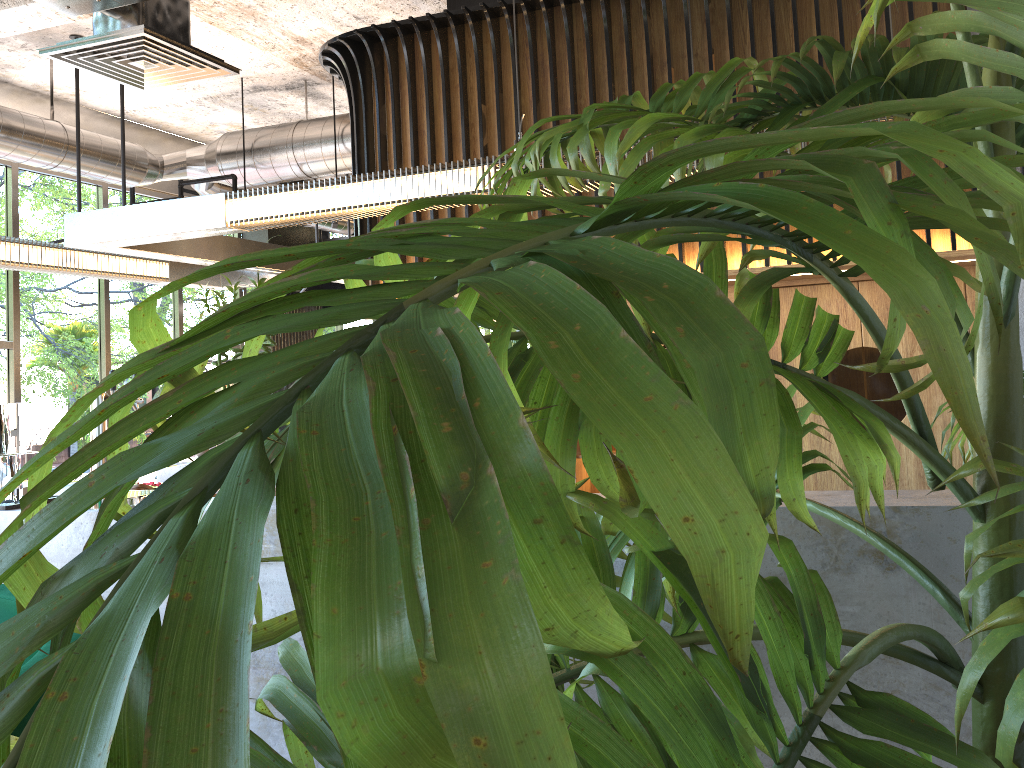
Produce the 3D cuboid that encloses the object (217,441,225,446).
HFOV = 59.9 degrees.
[{"bbox_3d":[-1.930,0.350,5.984,0.120,0.235,0.210,-2,-2,-10],"label":"object"}]

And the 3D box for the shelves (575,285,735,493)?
[{"bbox_3d":[0.870,0.500,4.844,1.078,2.062,0.288,-4,-4,18],"label":"shelves"}]

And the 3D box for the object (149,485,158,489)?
[{"bbox_3d":[-2.117,0.603,5.102,0.295,0.061,0.420,-3,1,-3],"label":"object"}]

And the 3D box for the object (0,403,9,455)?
[{"bbox_3d":[-2.117,0.186,3.625,0.105,0.210,0.106,-3,-3,6],"label":"object"}]

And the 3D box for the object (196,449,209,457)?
[{"bbox_3d":[-2.025,0.414,5.797,0.096,0.120,0.090,-4,-2,29],"label":"object"}]

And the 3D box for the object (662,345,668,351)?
[{"bbox_3d":[0.850,-0.163,4.829,0.089,0.299,0.083,-2,-4,-21],"label":"object"}]

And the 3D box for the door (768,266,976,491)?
[{"bbox_3d":[2.108,0.415,6.496,2.091,2.059,4.214,-4,0,22],"label":"door"}]

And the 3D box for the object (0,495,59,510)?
[{"bbox_3d":[-2.118,0.493,3.677,0.424,0.019,0.281,-3,1,20],"label":"object"}]

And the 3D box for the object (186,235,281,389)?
[{"bbox_3d":[-1.679,-0.169,5.549,0.648,1.554,0.605,-4,-3,26],"label":"object"}]

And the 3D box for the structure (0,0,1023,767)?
[{"bbox_3d":[0.587,-0.236,1.533,2.004,3.143,3.014,-4,-2,32],"label":"structure"}]

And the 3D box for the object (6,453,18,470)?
[{"bbox_3d":[-2.125,0.395,3.737,0.105,0.210,0.106,-3,-3,6],"label":"object"}]

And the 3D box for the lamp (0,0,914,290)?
[{"bbox_3d":[0.374,-1.851,6.684,4.857,2.138,6.898,-3,0,16],"label":"lamp"}]

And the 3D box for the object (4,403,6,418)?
[{"bbox_3d":[-2.188,0.189,3.759,0.105,0.210,0.106,-3,-3,6],"label":"object"}]

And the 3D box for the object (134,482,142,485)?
[{"bbox_3d":[-2.138,0.582,5.011,0.069,0.062,0.086,-3,-1,11],"label":"object"}]

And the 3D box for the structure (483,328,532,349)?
[{"bbox_3d":[0.142,-0.200,14.750,2.411,3.446,2.687,-3,-2,6],"label":"structure"}]

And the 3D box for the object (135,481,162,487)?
[{"bbox_3d":[-2.074,0.596,5.091,0.177,0.081,0.138,-3,0,13],"label":"object"}]

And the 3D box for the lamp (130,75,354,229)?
[{"bbox_3d":[-0.137,-2.192,12.574,3.679,1.535,10.311,-3,0,20],"label":"lamp"}]

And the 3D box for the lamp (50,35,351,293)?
[{"bbox_3d":[-0.911,-1.944,8.172,4.933,1.827,19.453,-3,1,22],"label":"lamp"}]

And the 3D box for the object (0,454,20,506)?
[{"bbox_3d":[-2.051,0.393,3.586,0.105,0.210,0.106,-3,-3,6],"label":"object"}]

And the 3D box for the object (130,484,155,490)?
[{"bbox_3d":[-2.093,0.595,4.955,0.129,0.074,0.204,-3,0,21],"label":"object"}]

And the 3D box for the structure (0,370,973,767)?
[{"bbox_3d":[0.788,0.651,6.263,5.668,1.734,7.333,-3,0,21],"label":"structure"}]

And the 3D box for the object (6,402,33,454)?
[{"bbox_3d":[-2.077,0.183,3.733,0.105,0.210,0.106,-3,-3,6],"label":"object"}]

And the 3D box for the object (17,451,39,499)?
[{"bbox_3d":[-2.015,0.389,3.701,0.105,0.210,0.106,-3,-3,6],"label":"object"}]

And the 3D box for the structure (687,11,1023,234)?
[{"bbox_3d":[1.120,-0.133,1.819,1.316,2.987,1.556,-4,-3,29],"label":"structure"}]

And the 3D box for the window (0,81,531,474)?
[{"bbox_3d":[-2.207,-1.596,8.324,4.015,6.510,20.952,-4,0,23],"label":"window"}]
